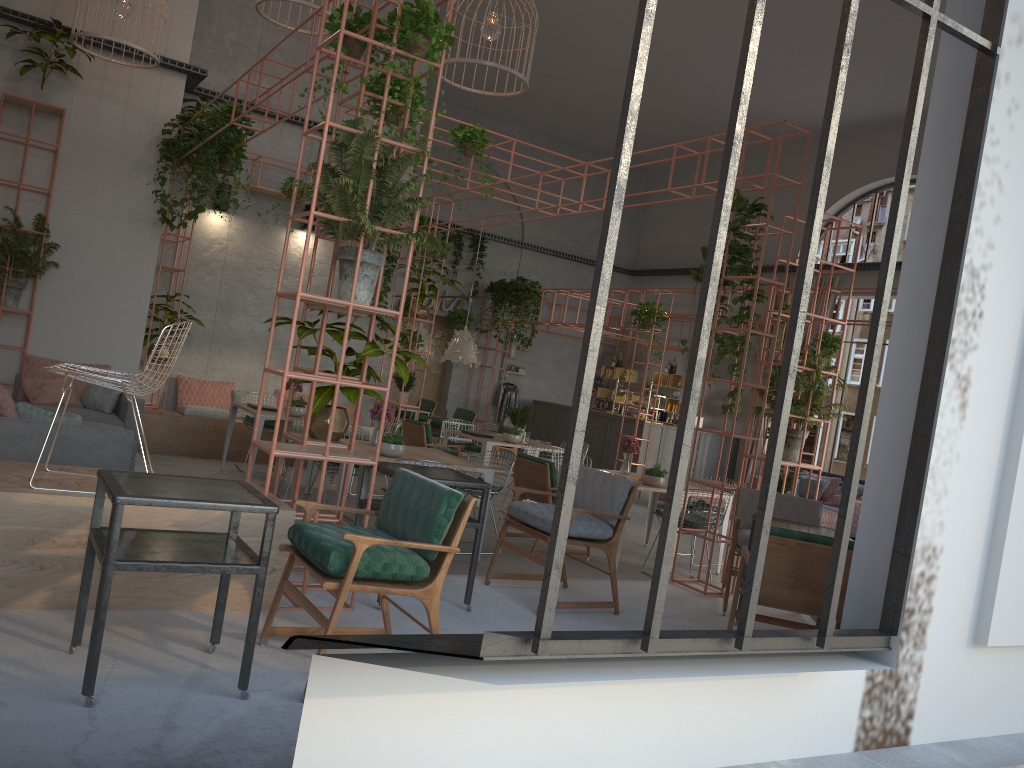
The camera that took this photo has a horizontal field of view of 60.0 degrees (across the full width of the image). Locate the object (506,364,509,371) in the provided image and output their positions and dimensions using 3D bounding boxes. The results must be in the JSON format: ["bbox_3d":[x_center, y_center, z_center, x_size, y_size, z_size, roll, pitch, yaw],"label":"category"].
[{"bbox_3d":[-0.091,-0.382,20.366,0.055,0.164,0.092,9,0,-12],"label":"object"}]

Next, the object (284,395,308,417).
[{"bbox_3d":[-2.388,0.239,9.809,0.248,0.247,0.254,9,1,-31],"label":"object"}]

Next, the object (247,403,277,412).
[{"bbox_3d":[-2.847,0.268,10.143,0.268,0.031,0.427,9,1,-31],"label":"object"}]

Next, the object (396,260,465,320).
[{"bbox_3d":[-1.219,-1.400,12.933,0.934,0.947,0.903,10,0,21],"label":"object"}]

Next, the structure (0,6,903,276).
[{"bbox_3d":[0.368,-3.088,11.715,15.603,0.110,15.203,9,1,-31],"label":"structure"}]

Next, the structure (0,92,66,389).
[{"bbox_3d":[-5.615,-1.352,9.884,0.624,3.596,0.424,9,1,-31],"label":"structure"}]

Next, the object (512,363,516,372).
[{"bbox_3d":[0.046,-0.380,20.432,0.081,0.204,0.081,9,1,-30],"label":"object"}]

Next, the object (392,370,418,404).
[{"bbox_3d":[-1.589,0.026,12.963,0.438,0.527,0.368,9,1,-31],"label":"object"}]

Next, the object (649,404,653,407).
[{"bbox_3d":[2.700,0.409,17.411,0.152,0.058,0.095,9,1,-40],"label":"object"}]

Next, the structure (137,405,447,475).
[{"bbox_3d":[-4.303,0.609,14.498,4.386,0.500,5.831,9,1,-31],"label":"structure"}]

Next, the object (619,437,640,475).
[{"bbox_3d":[1.270,0.777,9.648,0.213,0.414,0.225,9,1,-38],"label":"object"}]

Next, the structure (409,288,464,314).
[{"bbox_3d":[-1.658,-1.855,19.387,1.312,0.505,0.063,9,1,-31],"label":"structure"}]

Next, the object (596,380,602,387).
[{"bbox_3d":[2.086,-0.004,21.277,0.115,0.147,0.115,10,0,14],"label":"object"}]

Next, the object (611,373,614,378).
[{"bbox_3d":[2.394,-0.191,20.850,0.123,0.142,0.141,9,1,-31],"label":"object"}]

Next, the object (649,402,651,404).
[{"bbox_3d":[2.646,0.371,17.352,0.142,0.087,0.094,9,0,-23],"label":"object"}]

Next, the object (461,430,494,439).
[{"bbox_3d":[-0.451,0.656,11.585,0.268,0.031,0.427,9,1,-31],"label":"object"}]

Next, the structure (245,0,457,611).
[{"bbox_3d":[-0.854,-0.516,5.000,0.748,3.623,0.722,9,1,-31],"label":"structure"}]

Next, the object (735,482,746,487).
[{"bbox_3d":[3.828,1.734,14.953,0.199,0.145,0.156,9,0,-16],"label":"object"}]

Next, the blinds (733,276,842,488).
[{"bbox_3d":[6.001,0.212,15.790,0.414,4.389,4.957,9,1,-30],"label":"blinds"}]

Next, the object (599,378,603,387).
[{"bbox_3d":[2.167,-0.065,21.441,0.066,0.291,0.066,10,0,9],"label":"object"}]

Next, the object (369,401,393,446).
[{"bbox_3d":[-1.215,0.363,8.151,0.213,0.414,0.225,9,1,-38],"label":"object"}]

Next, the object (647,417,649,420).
[{"bbox_3d":[2.615,0.653,17.444,0.073,0.104,0.240,10,1,41],"label":"object"}]

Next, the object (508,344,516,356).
[{"bbox_3d":[0.007,-0.808,20.361,0.136,0.336,0.145,9,0,-17],"label":"object"}]

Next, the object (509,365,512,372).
[{"bbox_3d":[-0.027,-0.365,20.382,0.063,0.151,0.063,9,1,-45],"label":"object"}]

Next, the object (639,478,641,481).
[{"bbox_3d":[1.369,0.981,9.162,0.115,0.073,0.115,9,1,-36],"label":"object"}]

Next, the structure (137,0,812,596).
[{"bbox_3d":[-2.897,-1.298,12.175,4.501,4.345,14.096,9,1,-32],"label":"structure"}]

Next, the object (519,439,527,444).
[{"bbox_3d":[0.140,0.736,11.523,0.115,0.078,0.115,9,0,-25],"label":"object"}]

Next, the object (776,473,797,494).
[{"bbox_3d":[3.716,1.428,12.179,0.438,0.527,0.368,9,1,-31],"label":"object"}]

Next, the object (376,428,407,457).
[{"bbox_3d":[-1.013,0.487,7.459,0.247,0.247,0.252,9,1,-31],"label":"object"}]

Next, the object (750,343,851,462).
[{"bbox_3d":[2.691,0.180,8.344,0.894,1.100,0.900,9,0,-2],"label":"object"}]

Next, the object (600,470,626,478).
[{"bbox_3d":[0.959,0.936,9.202,0.268,0.031,0.427,9,1,-31],"label":"object"}]

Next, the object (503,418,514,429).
[{"bbox_3d":[-0.003,0.594,12.013,0.241,0.313,0.241,10,0,14],"label":"object"}]

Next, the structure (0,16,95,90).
[{"bbox_3d":[-5.099,-3.642,9.780,0.934,0.803,0.903,10,1,31],"label":"structure"}]

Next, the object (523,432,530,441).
[{"bbox_3d":[0.194,0.712,11.985,0.095,0.119,0.095,9,0,-7],"label":"object"}]

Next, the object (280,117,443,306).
[{"bbox_3d":[-0.825,-1.004,5.101,0.894,1.101,0.900,10,0,23],"label":"object"}]

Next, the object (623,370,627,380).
[{"bbox_3d":[2.648,-0.207,20.556,0.137,0.261,0.137,10,0,5],"label":"object"}]

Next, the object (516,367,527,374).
[{"bbox_3d":[0.223,-0.318,20.543,0.219,0.149,0.129,9,1,-31],"label":"object"}]

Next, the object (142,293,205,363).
[{"bbox_3d":[-4.386,-0.724,11.183,0.934,0.919,0.903,10,1,31],"label":"object"}]

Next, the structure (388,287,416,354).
[{"bbox_3d":[-2.389,-1.354,19.074,0.921,1.527,0.950,9,0,3],"label":"structure"}]

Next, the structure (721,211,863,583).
[{"bbox_3d":[2.616,0.238,8.316,0.624,3.602,0.424,9,1,-31],"label":"structure"}]

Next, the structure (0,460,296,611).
[{"bbox_3d":[-3.877,0.236,6.127,3.396,1.111,9.152,9,1,-31],"label":"structure"}]

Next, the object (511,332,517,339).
[{"bbox_3d":[0.056,-1.107,20.349,0.133,0.145,0.133,10,0,21],"label":"object"}]

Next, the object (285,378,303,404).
[{"bbox_3d":[-2.593,0.114,10.506,0.213,0.414,0.225,9,1,-38],"label":"object"}]

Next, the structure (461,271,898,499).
[{"bbox_3d":[4.217,0.434,14.668,4.157,4.247,14.689,9,1,-31],"label":"structure"}]

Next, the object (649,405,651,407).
[{"bbox_3d":[2.671,0.415,17.427,0.132,0.051,0.099,9,1,-33],"label":"object"}]

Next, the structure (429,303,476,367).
[{"bbox_3d":[-1.293,-1.157,19.786,0.950,1.527,0.921,9,1,-32],"label":"structure"}]

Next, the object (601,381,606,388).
[{"bbox_3d":[2.197,0.014,21.345,0.115,0.147,0.115,10,0,14],"label":"object"}]

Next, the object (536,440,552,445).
[{"bbox_3d":[0.426,0.791,11.996,0.218,0.041,0.218,9,0,-22],"label":"object"}]

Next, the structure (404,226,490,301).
[{"bbox_3d":[-1.461,-2.671,19.291,1.939,1.514,0.856,9,1,-37],"label":"structure"}]

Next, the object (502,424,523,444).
[{"bbox_3d":[0.008,0.627,11.252,0.248,0.247,0.254,9,1,-31],"label":"object"}]

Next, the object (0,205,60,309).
[{"bbox_3d":[-5.498,-1.389,9.834,0.894,1.097,0.900,9,0,-2],"label":"object"}]

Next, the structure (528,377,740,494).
[{"bbox_3d":[2.554,0.937,19.221,2.579,2.022,4.057,9,1,-31],"label":"structure"}]

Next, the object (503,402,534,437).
[{"bbox_3d":[0.080,0.491,11.691,0.438,0.527,0.368,9,1,-31],"label":"object"}]

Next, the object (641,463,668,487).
[{"bbox_3d":[1.418,0.906,8.869,0.247,0.247,0.252,9,1,-31],"label":"object"}]

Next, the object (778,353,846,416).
[{"bbox_3d":[4.063,-0.001,12.127,0.923,0.946,0.924,10,0,25],"label":"object"}]
